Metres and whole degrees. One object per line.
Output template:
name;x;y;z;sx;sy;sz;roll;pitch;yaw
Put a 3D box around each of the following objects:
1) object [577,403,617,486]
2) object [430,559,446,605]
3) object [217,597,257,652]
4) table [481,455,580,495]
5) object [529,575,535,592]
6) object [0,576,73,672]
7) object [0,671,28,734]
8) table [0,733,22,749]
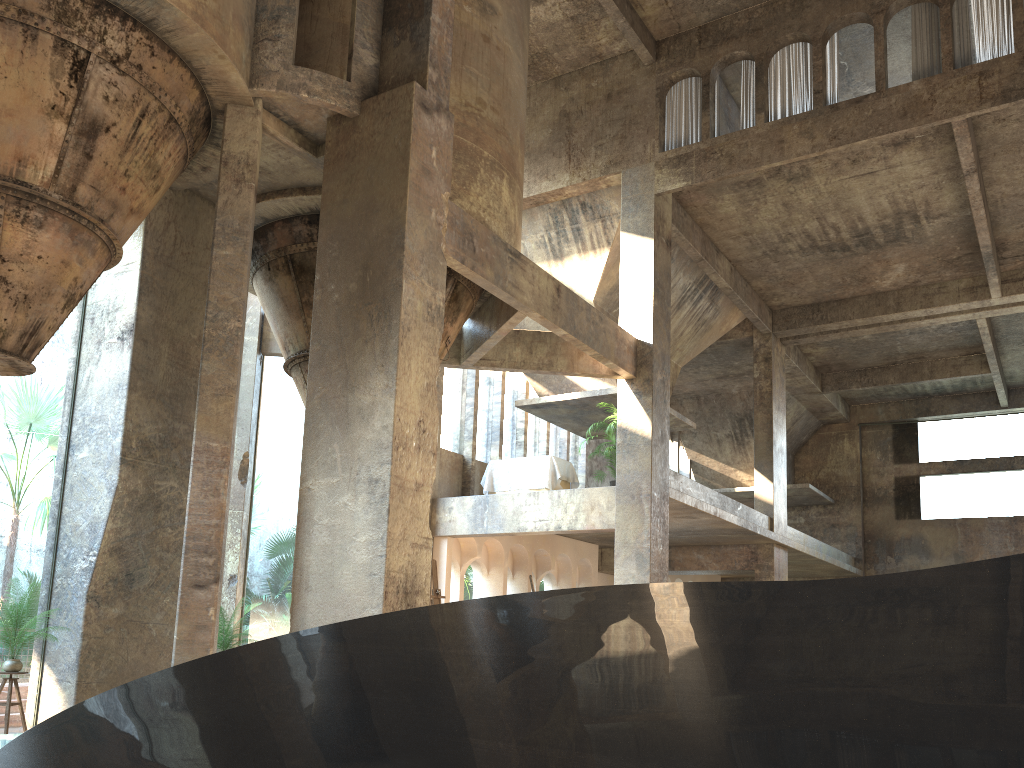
object;1.954;1.087;15.532;1.412;1.765;1.381;-7;-15;38
object;-0.570;2.486;7.177;0.708;2.095;0.694;8;-12;-31
object;-3.460;3.023;10.716;0.864;0.917;0.701;-7;-15;35
table;0.333;1.840;16.564;1.760;0.782;1.138;-8;-17;32
object;0.348;2.999;8.806;0.689;2.095;0.713;7;-11;-25
object;-4.789;2.375;8.678;0.869;0.917;0.697;11;-15;-36
object;-4.858;3.304;8.581;0.660;0.949;0.583;-4;-13;26
table;-3.452;2.934;6.415;1.882;0.533;0.960;-8;-18;32
